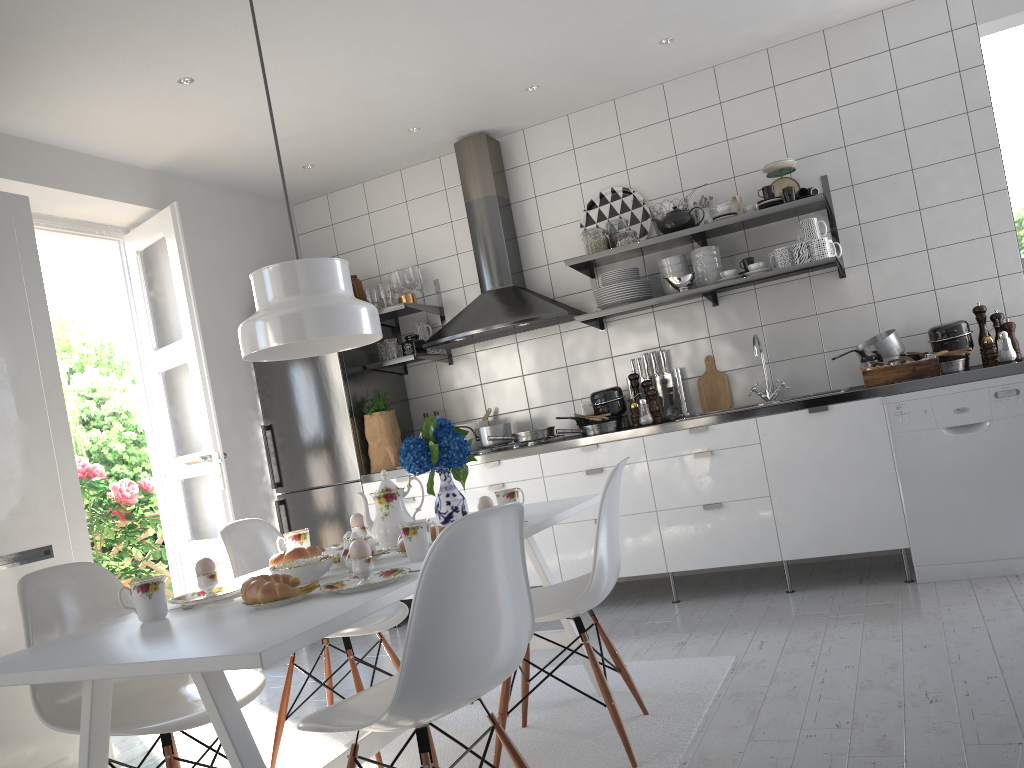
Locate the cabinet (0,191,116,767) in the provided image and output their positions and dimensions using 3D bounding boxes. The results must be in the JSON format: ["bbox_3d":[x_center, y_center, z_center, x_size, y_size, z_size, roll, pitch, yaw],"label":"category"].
[{"bbox_3d":[-2.081,0.410,2.700,0.514,2.095,1.375,-11,-1,23],"label":"cabinet"}]

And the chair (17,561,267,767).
[{"bbox_3d":[-0.913,0.829,2.244,0.544,0.800,0.464,-11,-1,23],"label":"chair"}]

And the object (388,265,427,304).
[{"bbox_3d":[-0.603,-0.550,5.176,0.193,0.244,0.205,-11,-2,21],"label":"object"}]

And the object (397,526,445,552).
[{"bbox_3d":[-0.241,0.410,2.373,0.124,0.057,0.160,-12,-3,38],"label":"object"}]

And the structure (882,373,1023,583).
[{"bbox_3d":[1.973,0.385,3.811,0.575,0.791,0.507,-11,-1,23],"label":"structure"}]

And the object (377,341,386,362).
[{"bbox_3d":[-0.725,-0.180,5.049,0.086,0.119,0.086,-11,-2,34],"label":"object"}]

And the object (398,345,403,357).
[{"bbox_3d":[-0.636,-0.177,5.244,0.083,0.100,0.108,-10,-2,-7],"label":"object"}]

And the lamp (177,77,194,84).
[{"bbox_3d":[-1.330,-1.244,3.607,0.064,0.030,0.064,-11,-2,16],"label":"lamp"}]

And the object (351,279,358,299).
[{"bbox_3d":[-0.942,-0.522,5.122,0.093,0.154,0.093,-9,-2,-44],"label":"object"}]

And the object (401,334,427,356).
[{"bbox_3d":[-0.555,-0.216,4.993,0.100,0.123,0.100,-11,-2,33],"label":"object"}]

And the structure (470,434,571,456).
[{"bbox_3d":[0.014,0.325,4.725,0.468,0.029,0.489,-12,-3,23],"label":"structure"}]

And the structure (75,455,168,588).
[{"bbox_3d":[-2.783,1.103,5.753,1.265,1.279,1.173,-11,-2,25],"label":"structure"}]

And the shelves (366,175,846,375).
[{"bbox_3d":[0.362,-0.532,4.651,2.547,0.512,0.426,-12,-2,24],"label":"shelves"}]

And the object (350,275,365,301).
[{"bbox_3d":[-0.932,-0.539,5.228,0.097,0.195,0.097,-11,-1,23],"label":"object"}]

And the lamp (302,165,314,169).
[{"bbox_3d":[-1.133,-1.216,4.916,0.064,0.030,0.064,-11,-2,16],"label":"lamp"}]

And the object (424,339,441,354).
[{"bbox_3d":[-0.475,-0.211,5.155,0.108,0.100,0.083,-11,-2,13],"label":"object"}]

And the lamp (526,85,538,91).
[{"bbox_3d":[0.097,-1.468,4.369,0.064,0.030,0.064,-11,-2,16],"label":"lamp"}]

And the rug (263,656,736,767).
[{"bbox_3d":[-0.309,1.133,2.373,1.430,0.004,2.305,-12,-3,23],"label":"rug"}]

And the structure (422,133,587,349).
[{"bbox_3d":[-0.155,-0.812,4.828,0.871,1.092,0.471,-11,-1,23],"label":"structure"}]

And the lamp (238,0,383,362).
[{"bbox_3d":[-0.652,-0.746,2.391,0.372,1.322,0.375,-10,-1,-35],"label":"lamp"}]

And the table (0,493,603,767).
[{"bbox_3d":[-0.350,0.805,2.416,0.816,0.660,1.822,-11,-3,23],"label":"table"}]

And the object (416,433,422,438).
[{"bbox_3d":[-0.508,0.364,5.075,0.059,0.172,0.059,-10,-1,-17],"label":"object"}]

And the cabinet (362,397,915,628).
[{"bbox_3d":[0.853,0.616,4.387,3.246,0.795,0.661,-12,-2,24],"label":"cabinet"}]

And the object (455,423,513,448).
[{"bbox_3d":[-0.167,0.272,4.822,0.347,0.154,0.201,-9,-2,-27],"label":"object"}]

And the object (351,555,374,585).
[{"bbox_3d":[-0.324,0.407,1.936,0.048,0.057,0.048,-10,-2,-26],"label":"object"}]

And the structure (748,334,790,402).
[{"bbox_3d":[1.266,-0.077,4.371,0.189,0.352,0.274,-10,-1,0],"label":"structure"}]

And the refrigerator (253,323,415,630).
[{"bbox_3d":[-0.964,0.475,5.139,0.578,1.799,0.693,-11,-1,23],"label":"refrigerator"}]

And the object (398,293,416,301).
[{"bbox_3d":[-0.591,-0.477,4.990,0.099,0.048,0.100,-8,-3,-43],"label":"object"}]

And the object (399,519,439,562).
[{"bbox_3d":[-0.231,0.389,2.192,0.078,0.095,0.091,-10,-2,-30],"label":"object"}]

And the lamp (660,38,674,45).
[{"bbox_3d":[0.713,-1.595,4.096,0.064,0.030,0.064,-11,-2,16],"label":"lamp"}]

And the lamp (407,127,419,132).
[{"bbox_3d":[-0.518,-1.342,4.642,0.064,0.030,0.064,-11,-2,16],"label":"lamp"}]

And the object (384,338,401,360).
[{"bbox_3d":[-0.672,-0.194,4.964,0.086,0.119,0.086,-11,-1,20],"label":"object"}]

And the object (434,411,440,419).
[{"bbox_3d":[-0.411,0.294,5.158,0.090,0.282,0.082,-11,-1,23],"label":"object"}]

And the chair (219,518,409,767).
[{"bbox_3d":[-0.621,0.809,2.923,0.543,0.800,0.464,-11,-1,18],"label":"chair"}]

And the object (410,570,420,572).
[{"bbox_3d":[-0.273,0.431,2.034,0.140,0.011,0.032,-12,-3,27],"label":"object"}]

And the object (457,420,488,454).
[{"bbox_3d":[-0.246,0.314,5.031,0.246,0.175,0.248,-9,-2,-26],"label":"object"}]

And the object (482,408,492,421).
[{"bbox_3d":[-0.198,0.266,5.039,0.221,0.232,0.081,-10,-1,-16],"label":"object"}]

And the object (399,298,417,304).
[{"bbox_3d":[-0.585,-0.455,4.990,0.100,0.036,0.099,-13,-3,43],"label":"object"}]

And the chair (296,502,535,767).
[{"bbox_3d":[-0.168,0.674,1.857,0.544,0.800,0.463,-11,-1,38],"label":"chair"}]

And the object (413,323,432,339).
[{"bbox_3d":[-0.524,-0.303,5.167,0.082,0.100,0.109,-9,-2,-32],"label":"object"}]

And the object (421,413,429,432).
[{"bbox_3d":[-0.482,0.309,5.195,0.066,0.282,0.066,-11,-1,18],"label":"object"}]

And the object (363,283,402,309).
[{"bbox_3d":[-0.730,-0.478,5.026,0.190,0.134,0.228,-11,-2,14],"label":"object"}]

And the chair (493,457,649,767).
[{"bbox_3d":[0.146,0.651,2.568,0.543,0.800,0.464,-11,-1,13],"label":"chair"}]

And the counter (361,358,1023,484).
[{"bbox_3d":[0.780,0.205,4.396,3.248,0.045,0.649,-12,-3,24],"label":"counter"}]

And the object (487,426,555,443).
[{"bbox_3d":[0.053,0.267,4.609,0.351,0.061,0.232,-10,-3,2],"label":"object"}]
